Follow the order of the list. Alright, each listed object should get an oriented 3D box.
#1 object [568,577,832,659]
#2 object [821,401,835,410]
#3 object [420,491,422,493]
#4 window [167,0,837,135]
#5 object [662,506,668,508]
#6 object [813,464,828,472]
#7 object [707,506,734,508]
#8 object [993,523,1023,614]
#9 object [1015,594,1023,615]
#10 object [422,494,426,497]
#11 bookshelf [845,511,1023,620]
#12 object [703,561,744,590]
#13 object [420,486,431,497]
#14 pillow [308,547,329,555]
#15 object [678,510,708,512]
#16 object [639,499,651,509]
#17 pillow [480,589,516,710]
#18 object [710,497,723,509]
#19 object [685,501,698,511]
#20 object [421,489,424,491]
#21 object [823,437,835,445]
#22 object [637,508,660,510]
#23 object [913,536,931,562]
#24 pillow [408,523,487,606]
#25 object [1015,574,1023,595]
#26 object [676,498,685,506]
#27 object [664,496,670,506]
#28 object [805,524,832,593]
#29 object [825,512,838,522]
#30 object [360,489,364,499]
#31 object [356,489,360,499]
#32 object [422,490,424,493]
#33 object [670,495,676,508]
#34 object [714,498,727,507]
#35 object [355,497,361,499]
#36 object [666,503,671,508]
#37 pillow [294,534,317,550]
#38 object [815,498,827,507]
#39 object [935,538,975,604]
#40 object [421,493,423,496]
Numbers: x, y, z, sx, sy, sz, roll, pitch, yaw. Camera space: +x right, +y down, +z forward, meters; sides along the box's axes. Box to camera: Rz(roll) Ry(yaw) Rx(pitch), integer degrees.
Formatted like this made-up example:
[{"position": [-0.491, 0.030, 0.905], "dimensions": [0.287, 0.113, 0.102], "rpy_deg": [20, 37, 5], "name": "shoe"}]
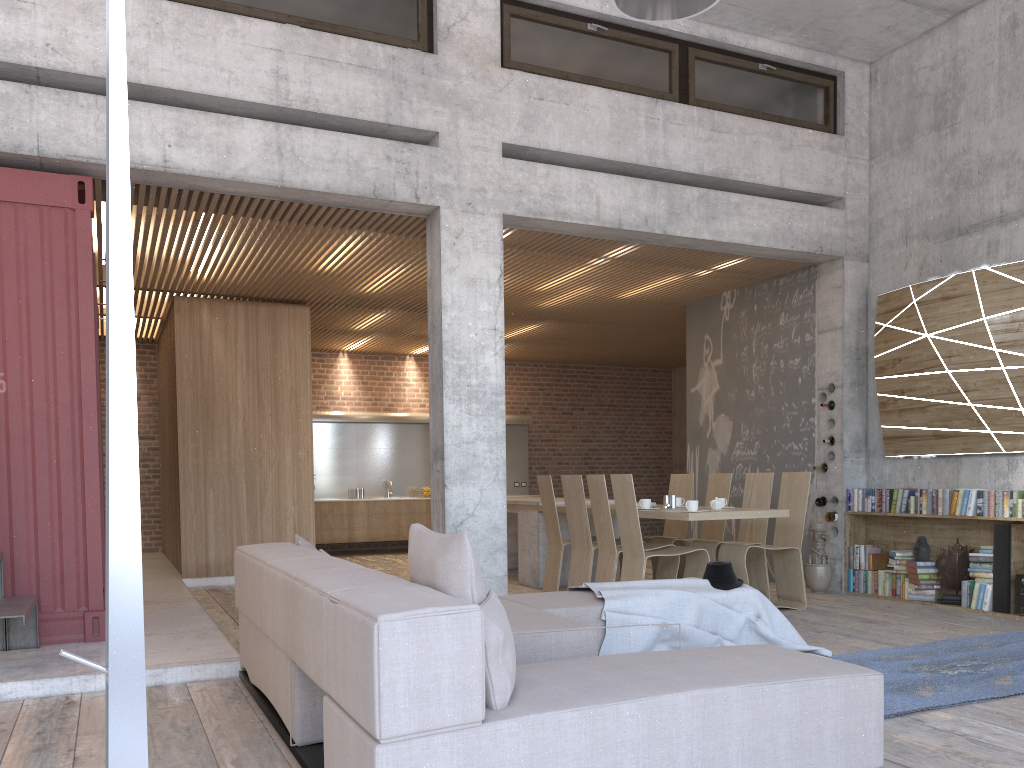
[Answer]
[{"position": [1.159, 1.470, 5.511], "dimensions": [1.596, 0.503, 1.049], "rpy_deg": [0, -5, -6], "name": "object"}, {"position": [3.182, 0.212, 8.655], "dimensions": [0.335, 0.090, 0.090], "rpy_deg": [2, -3, -25], "name": "object"}, {"position": [-1.459, 1.751, 14.243], "dimensions": [0.053, 0.051, 0.063], "rpy_deg": [0, -3, -21], "name": "object"}, {"position": [-0.693, -2.797, 6.701], "dimensions": [8.434, 0.611, 0.113], "rpy_deg": [2, 1, -25], "name": "window"}, {"position": [1.331, 1.070, 7.615], "dimensions": [0.051, 0.019, 0.051], "rpy_deg": [4, -7, -42], "name": "object"}, {"position": [3.150, 0.838, 8.766], "dimensions": [0.338, 0.095, 0.095], "rpy_deg": [2, -3, -25], "name": "object"}, {"position": [1.836, 1.089, 7.724], "dimensions": [0.185, 0.014, 0.186], "rpy_deg": [2, -7, -21], "name": "object"}, {"position": [4.080, 1.517, 7.156], "dimensions": [0.272, 0.761, 0.152], "rpy_deg": [-1, 2, -25], "name": "object"}, {"position": [4.217, 1.735, 6.837], "dimensions": [0.293, 0.164, 0.442], "rpy_deg": [1, -5, -25], "name": "object"}, {"position": [-1.414, 1.797, 14.178], "dimensions": [0.064, 0.063, 0.074], "rpy_deg": [-2, -3, 31], "name": "object"}, {"position": [4.502, 1.375, 6.213], "dimensions": [0.303, 0.800, 5.346], "rpy_deg": [-1, -5, -25], "name": "bookshelf"}, {"position": [1.316, 1.207, 5.558], "dimensions": [0.298, 0.169, 0.303], "rpy_deg": [2, -5, -37], "name": "object"}, {"position": [-1.371, 1.743, 14.212], "dimensions": [0.189, 0.175, 0.208], "rpy_deg": [0, -3, -25], "name": "object"}, {"position": [-1.009, 1.070, 4.813], "dimensions": [0.186, 0.359, 0.371], "rpy_deg": [-1, -2, -25], "name": "pillow"}, {"position": [1.432, 1.012, 6.959], "dimensions": [0.185, 0.014, 0.186], "rpy_deg": [4, -8, -38], "name": "object"}, {"position": [1.160, 1.044, 7.620], "dimensions": [0.093, 0.088, 0.117], "rpy_deg": [-1, -3, 19], "name": "object"}, {"position": [-0.064, 0.882, 2.885], "dimensions": [0.151, 0.377, 0.369], "rpy_deg": [-1, -2, 8], "name": "pillow"}, {"position": [1.740, 1.017, 7.467], "dimensions": [0.122, 0.112, 0.089], "rpy_deg": [1, -2, -34], "name": "object"}, {"position": [1.427, 0.968, 6.944], "dimensions": [0.093, 0.088, 0.117], "rpy_deg": [-1, -3, 19], "name": "object"}, {"position": [-1.441, 1.704, 14.203], "dimensions": [0.053, 0.051, 0.063], "rpy_deg": [1, -3, -32], "name": "object"}, {"position": [3.221, 0.568, 8.686], "dimensions": [0.346, 0.094, 0.094], "rpy_deg": [2, -3, -25], "name": "object"}, {"position": [1.164, 1.088, 7.635], "dimensions": [0.185, 0.014, 0.186], "rpy_deg": [4, -8, -38], "name": "object"}, {"position": [3.649, 1.465, 7.809], "dimensions": [0.135, 0.229, 0.145], "rpy_deg": [-1, 0, -28], "name": "object"}, {"position": [-0.218, 0.783, 3.134], "dimensions": [0.221, 0.557, 0.565], "rpy_deg": [-1, -2, -23], "name": "pillow"}, {"position": [4.209, 1.574, 6.828], "dimensions": [0.303, 0.161, 0.442], "rpy_deg": [1, -5, -25], "name": "object"}, {"position": [1.528, 1.095, 8.108], "dimensions": [0.093, 0.088, 0.117], "rpy_deg": [-2, -3, 39], "name": "object"}, {"position": [1.353, 1.031, 7.674], "dimensions": [0.052, 0.110, 0.052], "rpy_deg": [0, 1, 20], "name": "object"}, {"position": [3.019, 1.717, 8.637], "dimensions": [0.249, 0.684, 0.270], "rpy_deg": [0, 1, 28], "name": "object"}, {"position": [3.250, 1.310, 8.675], "dimensions": [0.338, 0.095, 0.095], "rpy_deg": [2, -3, -25], "name": "object"}, {"position": [-2.372, 1.736, 13.895], "dimensions": [0.060, 0.160, 0.060], "rpy_deg": [-1, 1, -9], "name": "object"}, {"position": [-2.436, 1.734, 13.865], "dimensions": [0.060, 0.160, 0.060], "rpy_deg": [-1, 1, -9], "name": "object"}, {"position": [-1.426, 1.747, 14.190], "dimensions": [0.062, 0.053, 0.052], "rpy_deg": [0, -2, -18], "name": "object"}, {"position": [1.404, 1.027, 7.645], "dimensions": [0.052, 0.112, 0.052], "rpy_deg": [0, 1, 20], "name": "object"}, {"position": [1.836, 1.051, 7.731], "dimensions": [0.093, 0.088, 0.117], "rpy_deg": [-2, -3, 29], "name": "object"}, {"position": [-2.404, 1.716, 13.879], "dimensions": [0.144, 0.211, 0.052], "rpy_deg": [-1, 2, -25], "name": "object"}, {"position": [1.356, 1.057, 7.612], "dimensions": [0.051, 0.045, 0.051], "rpy_deg": [0, -2, -7], "name": "object"}, {"position": [-1.193, 1.073, 5.160], "dimensions": [0.187, 0.366, 0.363], "rpy_deg": [-1, -2, -20], "name": "pillow"}, {"position": [3.215, 1.188, 8.843], "dimensions": [0.335, 0.090, 0.090], "rpy_deg": [2, -3, -25], "name": "object"}, {"position": [3.870, 1.616, 7.620], "dimensions": [0.344, 0.570, 0.195], "rpy_deg": [-1, 1, 25], "name": "object"}, {"position": [-1.449, 1.797, 14.227], "dimensions": [0.060, 0.057, 0.052], "rpy_deg": [-1, -1, 12], "name": "object"}]
